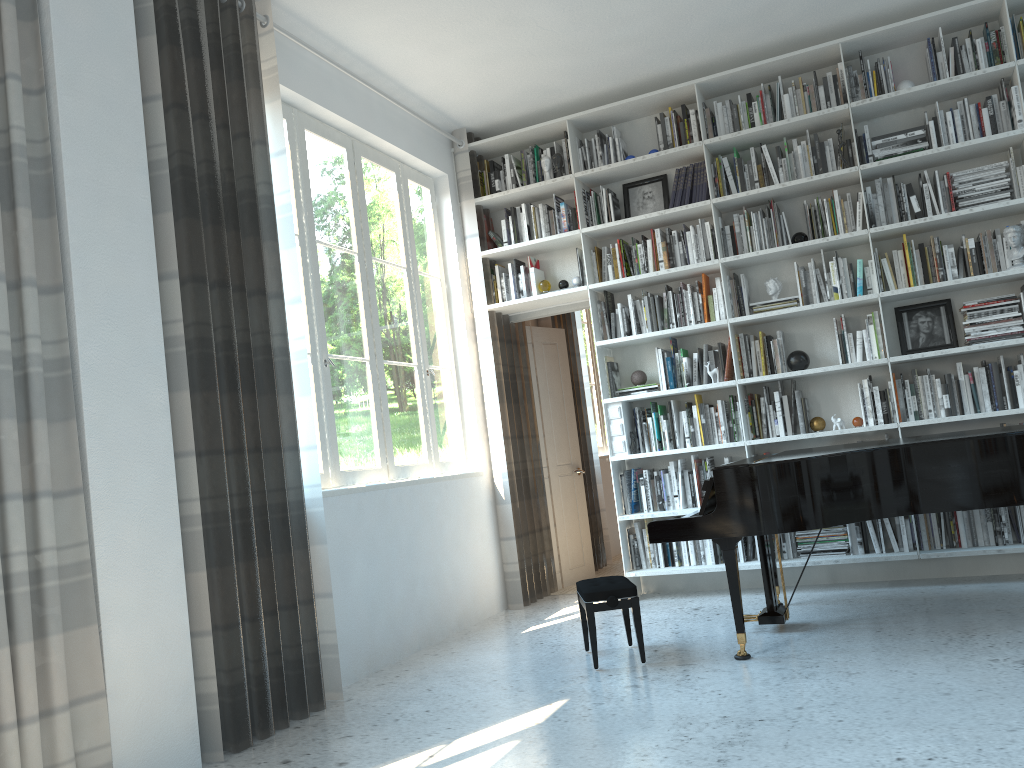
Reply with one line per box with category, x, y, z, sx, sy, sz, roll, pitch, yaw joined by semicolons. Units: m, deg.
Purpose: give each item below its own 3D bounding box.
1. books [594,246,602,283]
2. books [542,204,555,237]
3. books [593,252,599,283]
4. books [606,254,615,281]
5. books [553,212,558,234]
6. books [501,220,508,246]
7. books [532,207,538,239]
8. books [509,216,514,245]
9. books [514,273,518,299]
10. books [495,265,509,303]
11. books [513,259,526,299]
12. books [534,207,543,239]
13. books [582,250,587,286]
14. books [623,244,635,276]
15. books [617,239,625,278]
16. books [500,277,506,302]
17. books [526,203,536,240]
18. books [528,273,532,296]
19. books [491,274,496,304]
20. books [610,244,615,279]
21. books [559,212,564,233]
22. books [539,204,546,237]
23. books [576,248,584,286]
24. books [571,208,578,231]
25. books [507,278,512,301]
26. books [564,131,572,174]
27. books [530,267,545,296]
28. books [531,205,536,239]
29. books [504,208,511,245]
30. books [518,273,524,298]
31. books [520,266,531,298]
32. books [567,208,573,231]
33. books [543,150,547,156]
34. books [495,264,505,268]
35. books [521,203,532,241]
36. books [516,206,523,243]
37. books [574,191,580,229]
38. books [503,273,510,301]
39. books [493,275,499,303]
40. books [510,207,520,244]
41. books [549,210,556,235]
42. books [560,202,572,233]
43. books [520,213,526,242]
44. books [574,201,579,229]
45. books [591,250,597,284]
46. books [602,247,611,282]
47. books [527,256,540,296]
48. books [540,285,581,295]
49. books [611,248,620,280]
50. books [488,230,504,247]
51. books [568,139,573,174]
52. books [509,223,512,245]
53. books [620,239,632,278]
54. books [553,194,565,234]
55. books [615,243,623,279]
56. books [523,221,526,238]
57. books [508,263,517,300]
books;0.591;-0.760;5.831;0.012;0.263;0.180;-9;-5;23
books;0.263;-1.071;5.980;0.030;0.250;0.166;-9;-5;23
books;0.581;-0.742;5.844;0.022;0.232;0.151;-9;-5;23
books;0.665;-0.738;5.789;0.026;0.195;0.175;-9;-5;23
books;0.329;-1.052;5.979;0.029;0.197;0.144;-9;-5;23
books;-0.017;-1.008;6.113;0.034;0.217;0.166;-9;-5;23
books;0.192;-1.059;6.012;0.012;0.249;0.192;-9;-5;23
books;0.035;-1.023;6.078;0.023;0.228;0.171;-9;-5;23
books;0.061;-0.648;6.089;0.023;0.214;0.140;-9;-5;23
books;-0.056;-0.666;6.113;0.023;0.281;0.170;-9;-5;23
books;0.067;-0.694;6.045;0.013;0.297;0.187;-9;-5;23
books;0.208;-1.059;6.006;0.022;0.244;0.173;-9;-5;23
books;0.509;-0.747;5.895;0.044;0.268;0.134;-9;-5;23
books;0.781;-0.782;5.763;0.047;0.249;0.134;-9;-5;23
books;0.736;-0.791;5.775;0.020;0.280;0.164;-9;-5;23
books;-0.025;-0.627;6.107;0.029;0.197;0.160;-9;-5;23
books;0.159;-1.074;6.037;0.037;0.291;0.155;-9;-5;23
books;0.158;-0.652;6.045;0.029;0.191;0.134;-9;-5;23
books;-0.094;-0.633;6.128;0.013;0.228;0.179;-9;-5;23
books;0.684;-0.774;5.800;0.010;0.262;0.151;-9;-5;23
books;0.364;-1.051;5.954;0.031;0.182;0.151;-9;-5;23
books;0.237;-1.072;5.992;0.025;0.260;0.167;-9;-5;23
books;0.474;-0.752;5.888;0.012;0.285;0.159;-9;-5;23
books;0.440;-1.067;5.913;0.026;0.187;0.154;-9;-5;23
books;0.018;-0.626;6.107;0.029;0.185;0.134;-9;-5;23
books;0.402;-1.507;5.936;0.014;0.337;0.168;-9;-5;23
books;0.181;-0.669;5.998;0.029;0.211;0.187;-9;-5;23
books;0.180;-1.067;6.019;0.013;0.268;0.162;-9;-5;23
books;0.000;-1.051;6.110;0.011;0.296;0.162;-9;-5;23
books;0.096;-0.645;6.047;0.024;0.192;0.181;-9;-5;23
books;0.116;-0.672;6.019;0.021;0.236;0.188;-9;-5;23
books;0.420;-1.066;5.937;0.029;0.195;0.146;-9;-5;23
books;0.265;-1.438;5.989;0.025;0.243;0.167;-9;-5;23
books;-0.065;-0.673;6.142;0.013;0.302;0.135;-9;-5;23
books;0.125;-1.068;6.030;0.021;0.285;0.179;-9;-5;23
books;0.083;-1.059;6.078;0.028;0.288;0.132;-9;-5;23
books;0.465;-1.124;5.906;0.014;0.294;0.173;-9;-5;23
books;-0.012;-0.642;6.093;0.010;0.220;0.181;-9;-5;23
books;-0.081;-0.632;6.123;0.013;0.222;0.162;-9;-5;23
books;0.051;-1.054;6.067;0.023;0.282;0.186;-9;-5;23
books;0.299;-1.056;5.984;0.028;0.212;0.138;-9;-5;23
books;0.380;-1.079;5.924;0.029;0.229;0.191;-9;-5;23
books;0.109;-1.039;6.065;0.024;0.239;0.155;-9;-5;23
books;0.460;-1.093;5.920;0.014;0.235;0.144;-9;-5;23
books;0.567;-0.750;5.860;0.012;0.254;0.161;-9;-5;23
books;0.631;-0.762;5.831;0.062;0.258;0.153;-9;-5;23
books;0.162;-0.709;6.022;0.013;0.298;0.179;-9;-5;23
books;0.348;-0.618;5.947;0.285;0.012;0.159;-9;-6;25
books;0.703;-0.761;5.786;0.030;0.229;0.172;-9;-5;23
books;-0.081;-0.976;6.152;0.121;0.175;0.129;-9;-5;23
books;0.436;-1.472;5.888;0.024;0.251;0.235;-9;-5;23
books;0.027;-1.001;6.109;0.024;0.192;0.138;-9;-5;23
books;0.746;-0.792;5.759;0.011;0.277;0.164;-9;-5;23
books;0.331;-1.108;5.953;0.012;0.303;0.189;-9;-5;23
books;0.721;-0.775;5.777;0.014;0.252;0.187;-9;-5;23
books;0.122;-1.027;6.048;0.010;0.208;0.165;-9;-5;23
books;0.029;-0.678;6.085;0.022;0.281;0.156;-9;-5;23
